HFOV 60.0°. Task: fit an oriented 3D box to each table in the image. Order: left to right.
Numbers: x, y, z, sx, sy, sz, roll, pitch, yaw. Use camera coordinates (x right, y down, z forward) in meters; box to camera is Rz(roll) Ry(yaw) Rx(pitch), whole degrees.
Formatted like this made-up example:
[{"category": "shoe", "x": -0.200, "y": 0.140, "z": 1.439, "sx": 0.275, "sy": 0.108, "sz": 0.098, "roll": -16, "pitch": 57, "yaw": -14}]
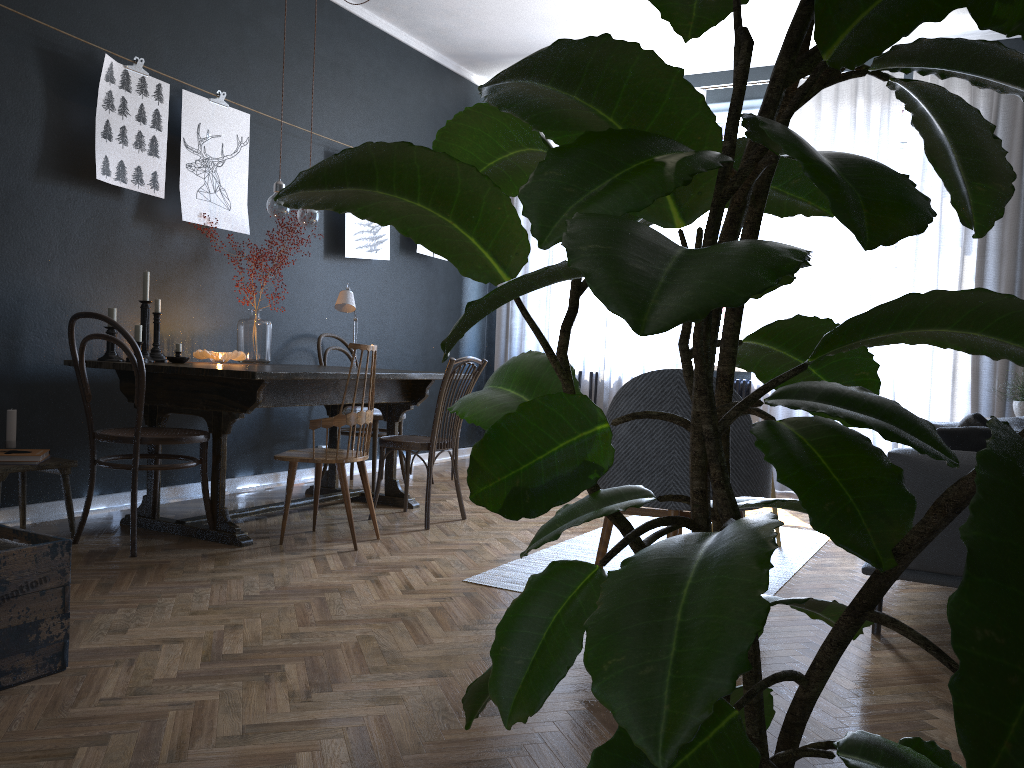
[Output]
[{"category": "table", "x": -2.021, "y": 0.466, "z": 3.570, "sx": 0.364, "sy": 0.318, "sz": 0.369, "roll": 4, "pitch": 2, "yaw": 28}, {"category": "table", "x": -1.097, "y": 0.281, "z": 4.320, "sx": 1.125, "sy": 0.728, "sz": 1.604, "roll": 4, "pitch": 2, "yaw": 28}, {"category": "table", "x": 0.957, "y": 0.479, "z": 3.895, "sx": 0.339, "sy": 0.550, "sz": 0.787, "roll": 4, "pitch": 2, "yaw": 28}]

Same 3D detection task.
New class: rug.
[{"category": "rug", "x": 0.729, "y": 0.743, "z": 3.870, "sx": 1.003, "sy": 0.013, "sz": 2.011, "roll": 4, "pitch": 2, "yaw": 28}]

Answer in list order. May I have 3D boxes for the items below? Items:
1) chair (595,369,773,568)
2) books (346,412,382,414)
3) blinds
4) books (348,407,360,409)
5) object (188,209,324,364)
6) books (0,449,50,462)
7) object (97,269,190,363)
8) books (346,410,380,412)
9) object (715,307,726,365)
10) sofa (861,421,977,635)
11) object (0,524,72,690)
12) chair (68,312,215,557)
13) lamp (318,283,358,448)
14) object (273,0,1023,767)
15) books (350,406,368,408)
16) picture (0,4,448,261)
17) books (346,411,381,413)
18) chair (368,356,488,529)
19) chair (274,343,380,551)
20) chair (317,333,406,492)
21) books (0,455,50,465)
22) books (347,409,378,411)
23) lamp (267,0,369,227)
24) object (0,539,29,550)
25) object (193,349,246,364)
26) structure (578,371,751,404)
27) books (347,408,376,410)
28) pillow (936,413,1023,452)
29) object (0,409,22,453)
[{"category": "chair", "x": 0.573, "y": 0.353, "z": 3.042, "sx": 0.645, "sy": 0.812, "sz": 0.494, "roll": 3, "pitch": 2, "yaw": 6}, {"category": "books", "x": -0.889, "y": 0.171, "z": 5.346, "sx": 0.218, "sy": 0.008, "sz": 0.304, "roll": 4, "pitch": 2, "yaw": 35}, {"category": "blinds", "x": 1.648, "y": -0.687, "z": 6.199, "sx": 3.991, "sy": 2.791, "sz": 0.312, "roll": 4, "pitch": 3, "yaw": 28}, {"category": "books", "x": -0.893, "y": 0.137, "z": 5.347, "sx": 0.218, "sy": 0.008, "sz": 0.288, "roll": 4, "pitch": 2, "yaw": 41}, {"category": "object", "x": -1.351, "y": -0.571, "z": 4.691, "sx": 0.639, "sy": 0.931, "sz": 0.556, "roll": 3, "pitch": 2, "yaw": -1}, {"category": "books", "x": -2.008, "y": 0.284, "z": 3.539, "sx": 0.262, "sy": 0.025, "sz": 0.207, "roll": 2, "pitch": 2, "yaw": -19}, {"category": "object", "x": -1.645, "y": -0.306, "z": 3.983, "sx": 0.223, "sy": 0.420, "sz": 0.368, "roll": 4, "pitch": 3, "yaw": 29}, {"category": "books", "x": -0.889, "y": 0.156, "z": 5.345, "sx": 0.218, "sy": 0.008, "sz": 0.304, "roll": 4, "pitch": 2, "yaw": 40}, {"category": "object", "x": 1.464, "y": -0.544, "z": 6.402, "sx": 0.514, "sy": 0.810, "sz": 0.599, "roll": 3, "pitch": 2, "yaw": 2}, {"category": "sofa", "x": 2.031, "y": 0.413, "z": 3.555, "sx": 0.969, "sy": 0.798, "sz": 2.339, "roll": 4, "pitch": 2, "yaw": 28}, {"category": "object", "x": -1.384, "y": 0.534, "z": 2.029, "sx": 0.383, "sy": 0.326, "sz": 0.552, "roll": 4, "pitch": 2, "yaw": 28}, {"category": "chair", "x": -1.491, "y": 0.187, "z": 3.574, "sx": 0.437, "sy": 0.921, "sz": 0.549, "roll": 4, "pitch": 3, "yaw": 31}, {"category": "lamp", "x": -0.981, "y": -0.039, "z": 5.253, "sx": 0.242, "sy": 1.070, "sz": 0.799, "roll": 2, "pitch": 2, "yaw": -17}, {"category": "object", "x": 0.286, "y": -0.126, "z": 0.630, "sx": 1.118, "sy": 1.900, "sz": 0.763, "roll": 4, "pitch": 3, "yaw": 22}, {"category": "books", "x": -0.887, "y": 0.131, "z": 5.354, "sx": 0.218, "sy": 0.006, "sz": 0.304, "roll": 4, "pitch": 2, "yaw": 40}, {"category": "picture", "x": -1.135, "y": -1.175, "z": 5.283, "sx": 0.058, "sy": 0.771, "sz": 4.456, "roll": 4, "pitch": 2, "yaw": 28}, {"category": "books", "x": -0.890, "y": 0.164, "z": 5.344, "sx": 0.218, "sy": 0.007, "sz": 0.305, "roll": 4, "pitch": 2, "yaw": 40}, {"category": "chair", "x": -0.415, "y": 0.265, "z": 4.339, "sx": 0.466, "sy": 0.820, "sz": 0.363, "roll": 4, "pitch": 3, "yaw": 28}, {"category": "chair", "x": -0.772, "y": 0.251, "z": 3.788, "sx": 0.383, "sy": 0.857, "sz": 0.455, "roll": 3, "pitch": 2, "yaw": 13}, {"category": "chair", "x": -0.912, "y": 0.160, "z": 5.384, "sx": 0.549, "sy": 0.921, "sz": 0.437, "roll": 4, "pitch": 3, "yaw": 26}, {"category": "books", "x": -2.024, "y": 0.301, "z": 3.549, "sx": 0.272, "sy": 0.013, "sz": 0.219, "roll": 2, "pitch": 2, "yaw": -15}, {"category": "books", "x": -0.888, "y": 0.148, "z": 5.343, "sx": 0.218, "sy": 0.013, "sz": 0.305, "roll": 4, "pitch": 2, "yaw": 40}, {"category": "lamp", "x": -0.581, "y": -1.535, "z": 3.796, "sx": 0.583, "sy": 1.575, "sz": 1.589, "roll": 1, "pitch": 3, "yaw": -31}, {"category": "object", "x": -1.385, "y": 0.457, "z": 2.027, "sx": 0.369, "sy": 0.247, "sz": 0.533, "roll": 4, "pitch": 2, "yaw": 28}, {"category": "object", "x": -1.453, "y": -0.138, "z": 4.409, "sx": 0.252, "sy": 0.072, "sz": 0.254, "roll": 4, "pitch": 2, "yaw": 35}, {"category": "structure", "x": 1.023, "y": 0.229, "z": 6.624, "sx": 1.845, "sy": 0.601, "sz": 0.215, "roll": 4, "pitch": 3, "yaw": 28}, {"category": "books", "x": -0.892, "y": 0.143, "z": 5.347, "sx": 0.218, "sy": 0.008, "sz": 0.288, "roll": 4, "pitch": 2, "yaw": 41}, {"category": "pillow", "x": 1.698, "y": 0.234, "z": 3.024, "sx": 0.797, "sy": 0.362, "sz": 0.442, "roll": 1, "pitch": 3, "yaw": -44}, {"category": "object", "x": -2.001, "y": 0.185, "z": 3.545, "sx": 0.074, "sy": 0.173, "sz": 0.074, "roll": 2, "pitch": 3, "yaw": -17}]
